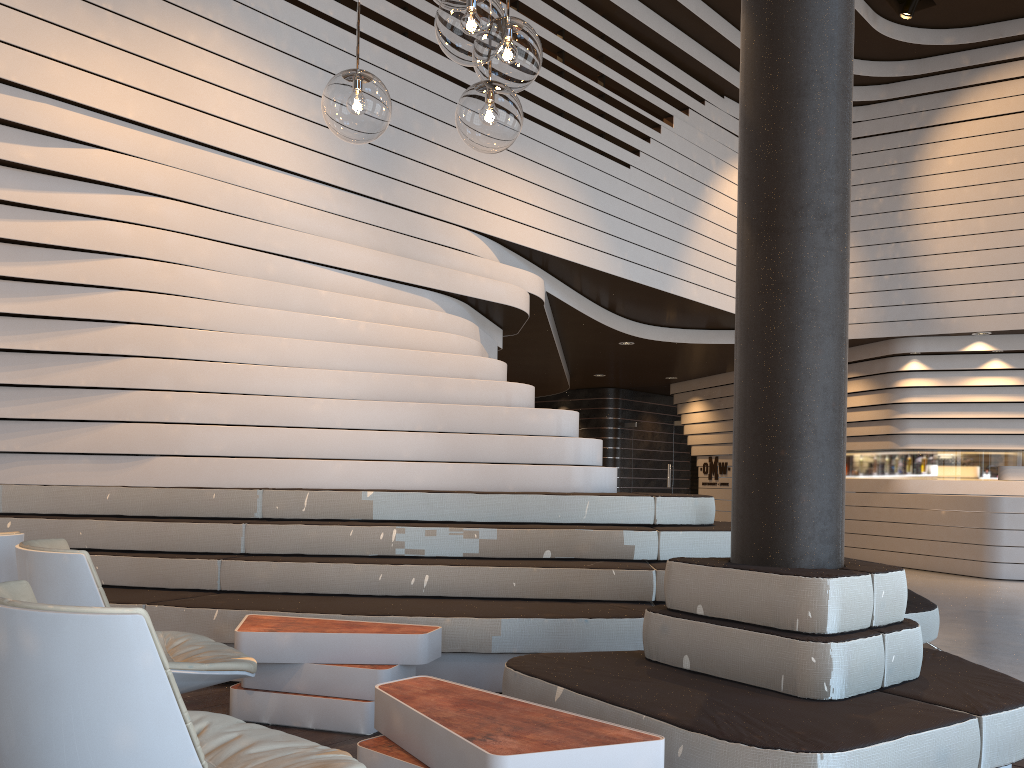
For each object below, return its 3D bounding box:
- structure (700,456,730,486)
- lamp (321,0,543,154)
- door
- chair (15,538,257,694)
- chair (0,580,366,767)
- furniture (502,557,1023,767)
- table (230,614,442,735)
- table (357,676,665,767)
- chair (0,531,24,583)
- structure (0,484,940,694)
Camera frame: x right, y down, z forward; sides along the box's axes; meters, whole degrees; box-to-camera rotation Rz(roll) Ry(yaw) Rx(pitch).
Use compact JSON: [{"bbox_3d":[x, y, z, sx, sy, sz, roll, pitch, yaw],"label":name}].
[{"bbox_3d":[3.287,1.410,14.298,0.017,0.468,0.807,1,-4,-23],"label":"structure"},{"bbox_3d":[2.410,-2.301,7.104,9.096,4.605,41.823,-3,-8,41],"label":"lamp"},{"bbox_3d":[2.694,1.392,15.594,0.079,2.697,1.783,1,-1,-43],"label":"door"},{"bbox_3d":[-1.208,0.890,2.850,0.708,0.765,0.661,3,-3,-32],"label":"chair"},{"bbox_3d":[-0.689,0.784,1.790,0.661,0.765,0.708,-1,-4,42],"label":"chair"},{"bbox_3d":[0.930,0.949,2.794,1.768,0.721,1.284,2,-5,-13],"label":"furniture"},{"bbox_3d":[-0.775,1.177,3.591,0.908,0.370,0.414,0,-4,15],"label":"table"},{"bbox_3d":[-0.094,1.049,2.299,0.912,0.369,0.412,-4,-6,44],"label":"table"},{"bbox_3d":[-2.155,0.910,3.201,0.715,0.765,0.655,-1,-4,41],"label":"chair"},{"bbox_3d":[-4.633,0.489,0.528,5.811,0.925,18.178,-4,-8,38],"label":"structure"}]
